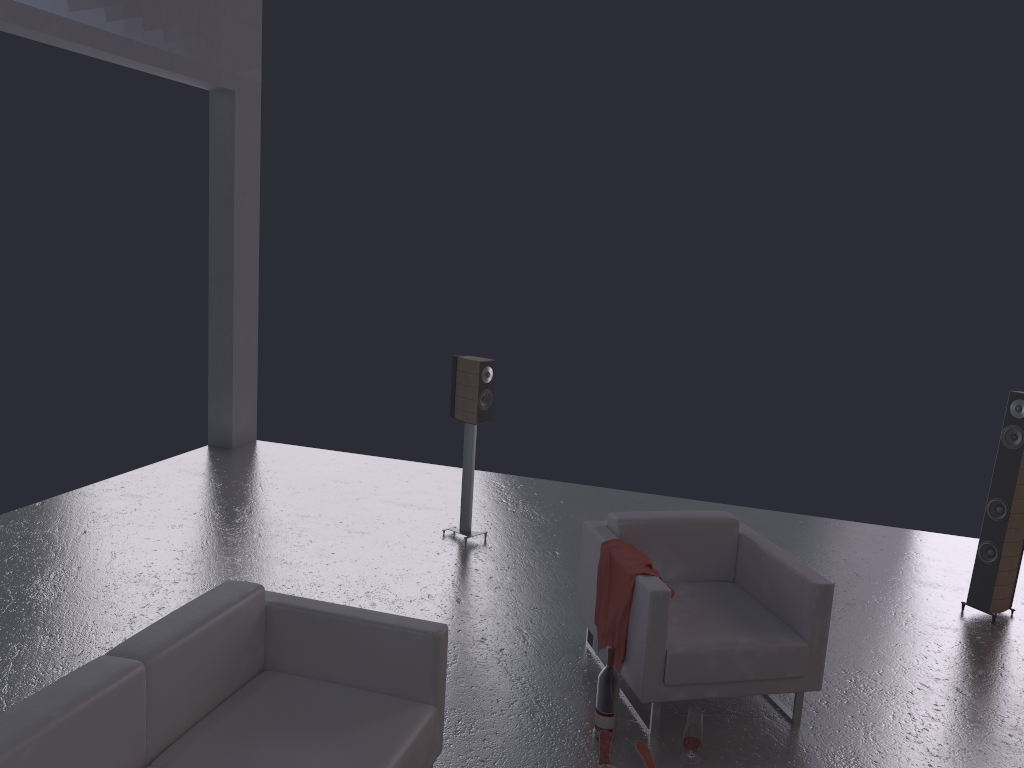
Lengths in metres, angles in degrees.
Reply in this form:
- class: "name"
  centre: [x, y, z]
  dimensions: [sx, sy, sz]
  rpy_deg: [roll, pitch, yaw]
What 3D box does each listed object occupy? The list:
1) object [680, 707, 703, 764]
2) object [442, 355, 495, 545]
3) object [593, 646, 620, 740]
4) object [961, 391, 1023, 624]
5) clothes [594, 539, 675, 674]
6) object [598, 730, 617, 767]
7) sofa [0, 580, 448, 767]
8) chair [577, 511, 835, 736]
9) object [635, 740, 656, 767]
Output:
- class: "object"
  centre: [0.805, 1.558, 3.942]
  dimensions: [0.091, 0.233, 0.091]
  rpy_deg: [12, 13, 43]
- class: "object"
  centre: [-0.324, 0.479, 6.577]
  dimensions: [0.243, 1.363, 0.333]
  rpy_deg: [-5, 13, -42]
- class: "object"
  centre: [0.442, 1.411, 4.069]
  dimensions: [0.109, 0.435, 0.109]
  rpy_deg: [12, 13, 42]
- class: "object"
  centre: [3.240, 0.779, 5.724]
  dimensions: [0.444, 1.473, 0.244]
  rpy_deg: [-2, 11, -29]
- class: "clothes"
  centre: [0.598, 1.137, 4.442]
  dimensions: [0.254, 0.604, 0.574]
  rpy_deg: [1, 10, -14]
- class: "object"
  centre: [0.413, 1.617, 3.883]
  dimensions: [0.079, 0.087, 0.235]
  rpy_deg: [2, 9, -6]
- class: "sofa"
  centre: [-1.067, 1.375, 2.547]
  dimensions: [1.026, 0.824, 2.353]
  rpy_deg: [6, 10, 16]
- class: "chair"
  centre: [0.947, 1.168, 4.603]
  dimensions: [0.936, 0.808, 1.026]
  rpy_deg: [1, 10, -14]
- class: "object"
  centre: [0.598, 1.638, 3.822]
  dimensions: [0.079, 0.087, 0.235]
  rpy_deg: [1, 10, -17]
